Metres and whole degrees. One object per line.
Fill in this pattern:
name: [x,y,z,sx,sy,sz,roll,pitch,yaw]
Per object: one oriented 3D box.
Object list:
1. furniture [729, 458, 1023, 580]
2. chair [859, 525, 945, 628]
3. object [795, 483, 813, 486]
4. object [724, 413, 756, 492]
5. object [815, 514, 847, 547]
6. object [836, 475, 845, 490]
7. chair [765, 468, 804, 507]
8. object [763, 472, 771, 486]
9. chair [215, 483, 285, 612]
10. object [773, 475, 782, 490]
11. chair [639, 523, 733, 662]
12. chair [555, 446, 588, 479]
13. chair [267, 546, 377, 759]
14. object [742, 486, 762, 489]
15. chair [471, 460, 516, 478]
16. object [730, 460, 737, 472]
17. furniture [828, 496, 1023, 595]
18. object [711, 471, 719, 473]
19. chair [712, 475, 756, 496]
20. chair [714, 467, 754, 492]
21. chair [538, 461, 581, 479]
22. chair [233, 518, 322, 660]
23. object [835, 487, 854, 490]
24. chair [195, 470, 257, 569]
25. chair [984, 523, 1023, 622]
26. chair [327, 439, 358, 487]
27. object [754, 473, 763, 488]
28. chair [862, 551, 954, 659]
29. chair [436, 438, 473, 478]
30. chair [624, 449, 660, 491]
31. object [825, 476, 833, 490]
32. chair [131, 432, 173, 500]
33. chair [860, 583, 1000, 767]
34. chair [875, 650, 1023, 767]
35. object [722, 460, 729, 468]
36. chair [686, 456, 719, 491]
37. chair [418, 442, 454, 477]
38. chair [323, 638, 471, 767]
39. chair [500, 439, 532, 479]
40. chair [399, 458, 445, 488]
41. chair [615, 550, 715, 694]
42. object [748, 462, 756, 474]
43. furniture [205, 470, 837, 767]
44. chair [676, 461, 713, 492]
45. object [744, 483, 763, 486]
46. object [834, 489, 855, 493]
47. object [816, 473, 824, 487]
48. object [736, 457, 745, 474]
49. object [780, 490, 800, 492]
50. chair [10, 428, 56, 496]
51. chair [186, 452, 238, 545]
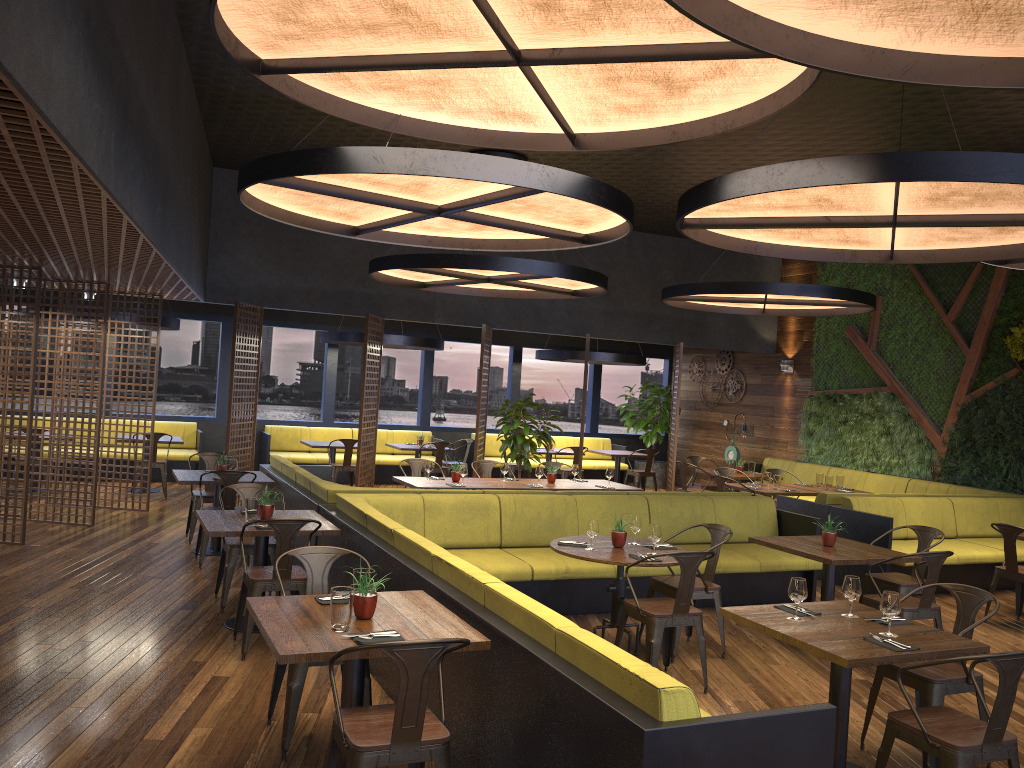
furniture: [3.882,1.663,12.234,3.378,0.916,4.755,4,0,-24]
chair: [3.135,1.606,7.125,0.541,0.917,0.504,4,0,-24]
object: [3.913,1.348,11.854,0.157,0.019,0.255,4,0,-25]
object: [4.057,1.329,15.945,0.459,1.615,0.848,4,0,-24]
object: [2.479,1.124,6.887,0.260,0.271,0.238,4,0,11]
object: [4.296,1.292,11.612,0.102,0.178,0.102,4,0,-39]
chair: [3.754,1.652,12.227,0.504,0.917,0.541,4,0,-24]
object: [3.285,1.228,11.431,0.102,0.178,0.102,4,0,-39]
chair: [-2.078,1.275,7.034,0.504,0.917,0.541,4,0,-24]
object: [3.307,1.228,11.067,0.102,0.178,0.102,4,0,11]
chair: [1.293,1.488,6.472,0.541,0.917,0.504,4,0,-24]
chair: [0.970,1.478,14.850,0.504,0.917,0.541,4,0,-24]
chair: [-0.976,1.342,4.570,0.504,0.917,0.541,4,0,-24]
object: [2.977,1.287,11.071,0.157,0.019,0.255,4,0,-25]
chair: [-0.239,1.396,10.672,0.504,0.917,0.541,4,0,-24]
object: [3.322,1.232,13.323,0.102,0.178,0.102,4,0,11]
furniture: [5.795,1.780,8.013,3.372,0.914,4.503,4,0,-24]
object: [3.041,1.294,13.056,0.157,0.019,0.255,4,0,-25]
chair: [2.722,1.585,10.924,0.541,0.917,0.504,4,0,-24]
chair: [2.965,1.601,11.867,0.504,0.917,0.541,4,0,-24]
chair: [0.579,1.449,11.045,0.504,0.917,0.541,4,0,-24]
chair: [-1.563,1.306,5.899,0.504,0.917,0.541,4,0,-24]
object: [4.413,1.380,11.724,0.157,0.019,0.255,4,0,-25]
chair: [-2.702,1.237,8.355,0.504,0.917,0.541,4,0,-24]
chair: [4.530,1.696,7.844,0.541,0.917,0.504,4,0,-24]
chair: [-2.512,1.255,13.263,0.504,0.917,0.541,4,0,-24]
object: [3.105,1.216,11.183,0.102,0.178,0.102,4,0,-39]
chair: [2.770,1.582,6.247,0.504,0.917,0.541,4,0,-24]
chair: [-0.945,1.357,14.732,0.541,0.917,0.504,4,0,-24]
chair: [2.270,1.562,15.442,0.504,0.917,0.541,4,0,-24]
object: [4.079,1.278,11.419,0.102,0.178,0.102,4,0,11]
chair: [-4.949,1.099,12.153,0.504,0.917,0.541,4,0,-24]
chair: [2.252,1.547,4.730,0.541,0.917,0.504,4,0,-24]
chair: [1.916,1.525,3.809,0.504,0.917,0.541,4,0,-24]
object: [3.168,1.222,13.169,0.102,0.178,0.102,4,0,-39]
chair: [2.982,1.605,13.821,0.504,0.917,0.541,4,0,-24]
chair: [-1.213,1.338,13.855,0.504,0.917,0.541,4,0,-24]
chair: [-0.462,1.373,3.437,0.504,0.917,0.541,4,0,-24]
chair: [0.044,1.420,15.250,0.541,0.917,0.504,4,0,-24]
chair: [-1.062,1.343,10.297,0.504,0.917,0.541,4,0,-24]
chair: [0.977,1.467,5.648,0.504,0.917,0.541,4,0,-24]
object: [3.553,1.247,13.148,0.102,0.178,0.102,4,0,11]
furniture: [0.729,1.457,7.180,4.895,0.914,7.462,4,0,-29]
chair: [2.629,1.581,12.840,0.541,0.917,0.504,4,0,-24]
object: [3.150,1.299,11.506,0.157,0.019,0.255,4,0,-25]
object: [4.243,1.368,11.361,0.157,0.019,0.255,4,0,-25]
object: [4.097,1.280,11.801,0.102,0.178,0.102,4,0,-39]
object: [3.379,1.189,13.135,0.238,0.271,0.260,4,0,-3]
object: [3.414,1.315,10.944,0.255,0.019,0.157,4,0,-25]
chair: [-6.248,1.016,11.561,0.504,0.917,0.541,4,0,-24]
chair: [-3.208,1.206,9.472,0.504,0.917,0.541,4,0,-24]
